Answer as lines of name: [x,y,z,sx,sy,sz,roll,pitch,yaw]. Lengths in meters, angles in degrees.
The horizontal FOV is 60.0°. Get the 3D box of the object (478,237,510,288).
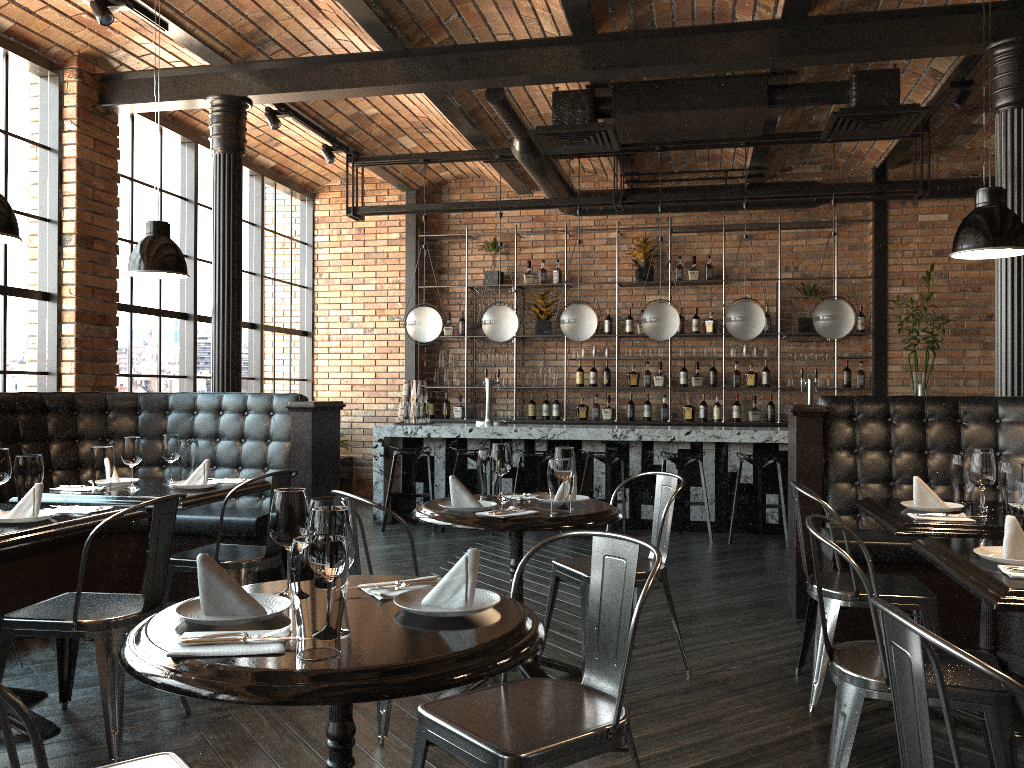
object: [-0.203,-1.386,10.097,0.377,0.554,0.422,0,0,0]

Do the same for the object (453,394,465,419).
object: [-0.594,0.257,10.128,0.123,0.279,0.123,0,0,26]

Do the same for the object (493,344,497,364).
object: [-0.201,-0.350,10.138,0.092,0.244,0.092,0,0,18]

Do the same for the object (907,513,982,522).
object: [1.626,0.494,3.320,0.255,0.019,0.157,0,0,13]

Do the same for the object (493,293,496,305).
object: [-0.198,-0.922,10.142,0.092,0.244,0.092,0,0,18]

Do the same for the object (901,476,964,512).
object: [1.691,0.440,3.570,0.232,0.139,0.232,0,0,-30]

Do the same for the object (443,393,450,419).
object: [-0.750,0.246,10.150,0.086,0.297,0.086,1,-1,-44]

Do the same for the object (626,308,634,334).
object: [1.296,-0.683,9.753,0.086,0.298,0.086,0,0,-29]

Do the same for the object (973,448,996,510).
object: [1.907,0.383,3.589,0.092,0.244,0.092,0,0,29]

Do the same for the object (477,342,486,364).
object: [-0.343,-0.351,10.000,0.092,0.244,0.092,0,0,18]

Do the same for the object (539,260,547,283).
object: [0.347,-1.250,9.952,0.083,0.282,0.083,0,0,-3]

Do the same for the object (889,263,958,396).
object: [3.984,-0.371,8.604,0.673,1.546,0.584,1,0,-39]

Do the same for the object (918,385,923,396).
object: [3.887,0.204,8.247,0.319,0.397,0.316,0,0,-29]

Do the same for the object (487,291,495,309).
object: [-0.233,-0.924,9.980,0.092,0.244,0.092,0,0,18]

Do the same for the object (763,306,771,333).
object: [2.717,-0.679,9.445,0.086,0.297,0.086,0,0,-29]

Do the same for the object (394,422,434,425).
object: [-0.933,0.375,8.470,0.273,0.019,0.437,0,0,12]

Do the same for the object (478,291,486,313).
object: [-0.340,-0.924,10.003,0.092,0.244,0.092,0,0,18]

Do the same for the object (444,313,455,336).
object: [-0.723,-0.677,10.163,0.123,0.279,0.123,0,0,1]

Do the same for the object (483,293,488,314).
object: [-0.306,-0.923,10.165,0.092,0.244,0.092,0,0,18]

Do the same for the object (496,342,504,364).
object: [-0.138,-0.350,9.956,0.092,0.244,0.092,0,0,18]

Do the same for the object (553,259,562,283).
object: [0.509,-1.250,9.918,0.083,0.282,0.083,0,0,27]

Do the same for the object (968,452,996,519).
object: [1.772,0.381,3.342,0.092,0.244,0.092,0,0,-5]

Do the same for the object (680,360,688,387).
object: [1.867,-0.111,9.627,0.086,0.298,0.086,0,0,-29]

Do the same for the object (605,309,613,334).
object: [1.068,-0.682,9.808,0.086,0.298,0.086,0,0,-29]

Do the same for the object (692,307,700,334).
object: [1.998,-0.681,9.627,0.086,0.298,0.086,0,0,-29]

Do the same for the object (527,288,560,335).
object: [0.361,-0.798,9.918,0.430,0.526,0.425,0,0,24]

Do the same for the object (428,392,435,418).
object: [-0.931,0.247,10.221,0.086,0.299,0.086,0,0,-29]

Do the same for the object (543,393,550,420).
object: [0.388,0.249,9.965,0.086,0.298,0.086,0,0,-29]

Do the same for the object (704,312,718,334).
object: [2.148,-0.655,9.563,0.151,0.248,0.094,0,0,41]

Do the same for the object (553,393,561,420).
object: [0.499,0.249,9.917,0.086,0.298,0.086,0,0,-29]

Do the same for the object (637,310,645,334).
object: [1.429,-0.672,9.703,0.123,0.279,0.123,0,0,1]

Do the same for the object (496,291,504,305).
object: [-0.136,-0.923,9.960,0.092,0.244,0.092,0,0,18]

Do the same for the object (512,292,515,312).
object: [0.000,-0.922,10.099,0.092,0.244,0.092,0,0,18]

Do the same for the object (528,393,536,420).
object: [0.228,0.250,9.973,0.086,0.299,0.086,0,0,-29]

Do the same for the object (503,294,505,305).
object: [-0.102,-0.922,10.121,0.092,0.244,0.092,0,0,18]

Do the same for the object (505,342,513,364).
object: [-0.037,-0.350,9.934,0.092,0.244,0.092,0,0,18]

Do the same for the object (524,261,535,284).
object: [0.193,-1.248,9.987,0.123,0.279,0.123,0,0,1]

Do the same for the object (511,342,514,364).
object: [-0.002,-0.349,10.096,0.092,0.244,0.092,0,0,18]

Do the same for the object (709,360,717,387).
object: [2.170,-0.111,9.558,0.086,0.299,0.086,0,0,-29]

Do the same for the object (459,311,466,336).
object: [-0.568,-0.688,10.147,0.086,0.299,0.086,0,0,-29]

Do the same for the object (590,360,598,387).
object: [0.907,-0.113,9.856,0.086,0.298,0.086,0,0,-29]

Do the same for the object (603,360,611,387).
object: [1.050,-0.113,9.797,0.086,0.297,0.086,0,0,-29]

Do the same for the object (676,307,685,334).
object: [1.831,-0.682,9.634,0.086,0.299,0.086,0,0,-29]

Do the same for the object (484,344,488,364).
object: [-0.308,-0.350,10.161,0.092,0.244,0.092,0,0,18]

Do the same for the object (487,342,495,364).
object: [-0.235,-0.351,9.977,0.092,0.244,0.092,0,0,18]

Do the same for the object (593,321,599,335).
object: [0.897,-0.658,9.830,0.151,0.248,0.094,0,0,16]

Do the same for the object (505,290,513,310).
object: [-0.035,-0.923,9.938,0.092,0.244,0.092,0,0,18]

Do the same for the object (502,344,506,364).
object: [-0.104,-0.349,10.117,0.092,0.244,0.092,0,0,18]
